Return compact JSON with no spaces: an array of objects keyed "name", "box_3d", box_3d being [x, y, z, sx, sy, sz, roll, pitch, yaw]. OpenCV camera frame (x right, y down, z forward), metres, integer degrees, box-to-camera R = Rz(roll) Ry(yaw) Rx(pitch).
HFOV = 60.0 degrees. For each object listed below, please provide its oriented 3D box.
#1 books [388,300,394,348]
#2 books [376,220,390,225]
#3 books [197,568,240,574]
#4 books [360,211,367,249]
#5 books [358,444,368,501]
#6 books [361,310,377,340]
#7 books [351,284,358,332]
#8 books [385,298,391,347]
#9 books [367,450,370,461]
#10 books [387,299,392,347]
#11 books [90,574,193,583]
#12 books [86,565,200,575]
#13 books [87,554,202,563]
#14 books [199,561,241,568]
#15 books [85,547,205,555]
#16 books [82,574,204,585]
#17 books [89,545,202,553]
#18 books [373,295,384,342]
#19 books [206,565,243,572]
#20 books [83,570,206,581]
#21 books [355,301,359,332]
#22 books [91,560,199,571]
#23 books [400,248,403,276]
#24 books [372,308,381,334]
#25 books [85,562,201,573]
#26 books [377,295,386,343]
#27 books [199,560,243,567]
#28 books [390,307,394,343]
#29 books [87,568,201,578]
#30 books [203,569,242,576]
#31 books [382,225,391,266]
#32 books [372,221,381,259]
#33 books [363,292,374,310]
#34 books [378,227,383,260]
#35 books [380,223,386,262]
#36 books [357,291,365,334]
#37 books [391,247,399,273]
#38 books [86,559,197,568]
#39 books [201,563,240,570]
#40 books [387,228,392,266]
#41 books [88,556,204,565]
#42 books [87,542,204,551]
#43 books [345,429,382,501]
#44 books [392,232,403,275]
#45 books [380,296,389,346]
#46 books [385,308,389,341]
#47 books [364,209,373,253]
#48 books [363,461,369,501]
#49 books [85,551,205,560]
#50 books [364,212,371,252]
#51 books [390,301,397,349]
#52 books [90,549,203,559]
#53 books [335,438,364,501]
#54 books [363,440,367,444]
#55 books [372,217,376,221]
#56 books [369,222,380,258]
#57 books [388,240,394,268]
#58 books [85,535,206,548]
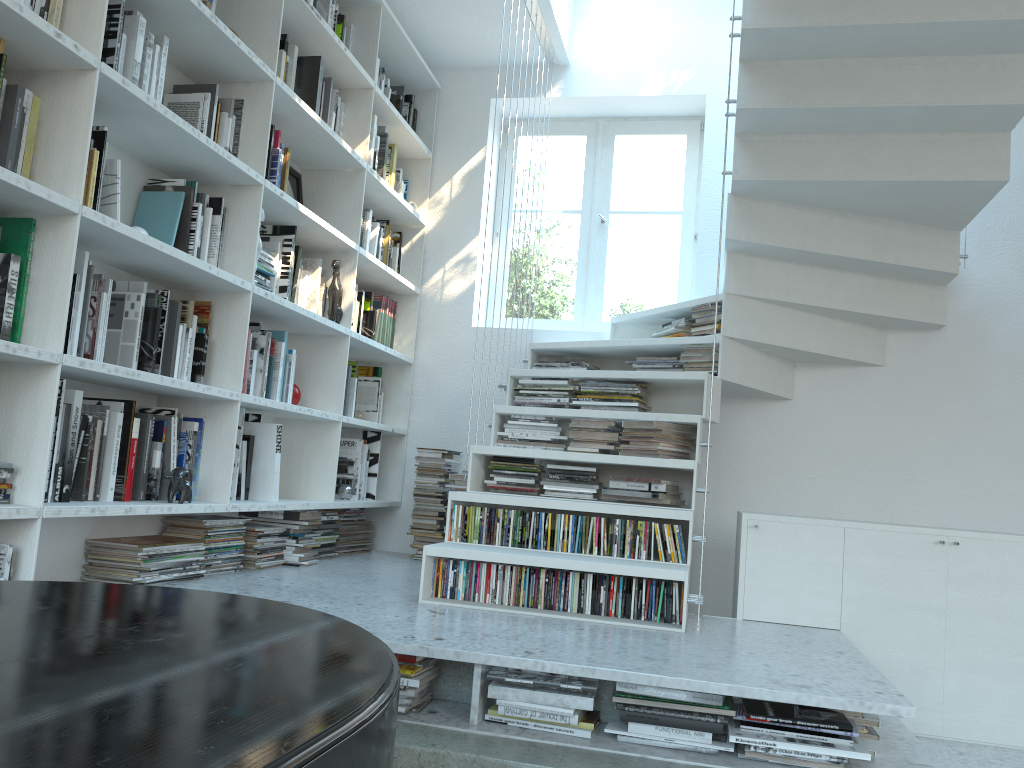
[{"name":"books","box_3d":[-0.705,-0.292,4.593,0.169,0.293,0.018,3,-6,13]},{"name":"books","box_3d":[-0.712,-0.684,4.574,0.140,0.330,0.013,3,-6,13]},{"name":"books","box_3d":[-1.110,0.657,3.159,0.159,0.007,0.285,3,-6,13]},{"name":"books","box_3d":[-0.775,-0.694,4.208,0.156,0.259,0.024,3,-6,13]},{"name":"books","box_3d":[-0.775,0.413,4.205,0.168,0.266,0.031,3,-6,13]},{"name":"books","box_3d":[-0.757,-0.270,4.317,0.191,0.181,0.024,3,-6,13]},{"name":"books","box_3d":[-0.811,-0.337,4.112,0.176,0.261,0.056,3,-6,13]},{"name":"books","box_3d":[-0.713,-0.297,4.558,0.169,0.293,0.018,3,-6,13]},{"name":"books","box_3d":[-0.769,0.436,4.303,0.140,0.243,0.024,3,-6,13]},{"name":"books","box_3d":[-0.714,-0.295,4.576,0.169,0.293,0.018,3,-6,13]},{"name":"books","box_3d":[-1.172,0.608,2.833,0.195,0.008,0.308,4,-6,9]},{"name":"books","box_3d":[-1.175,0.585,2.836,0.195,0.008,0.308,3,-6,15]},{"name":"books","box_3d":[-1.168,0.549,2.843,0.193,0.007,0.346,3,-6,10]},{"name":"books","box_3d":[-1.105,0.636,3.161,0.161,0.007,0.254,3,-6,14]},{"name":"books","box_3d":[-1.169,0.527,2.846,0.193,0.007,0.346,3,-6,15]},{"name":"books","box_3d":[-1.172,0.616,2.832,0.193,0.007,0.346,3,-7,17]},{"name":"books","box_3d":[-1.169,0.519,2.847,0.195,0.008,0.308,3,-6,15]},{"name":"books","box_3d":[-0.743,-0.309,4.445,0.169,0.291,0.073,3,-6,13]},{"name":"books","box_3d":[-1.100,0.651,3.158,0.161,0.007,0.254,3,-7,17]},{"name":"books","box_3d":[-1.168,0.601,2.833,0.193,0.007,0.346,3,-7,18]},{"name":"books","box_3d":[-0.805,-0.296,4.146,0.169,0.189,0.023,3,-6,13]},{"name":"books","box_3d":[-1.166,0.571,2.837,0.195,0.008,0.308,4,-6,8]},{"name":"books","box_3d":[-0.673,-0.613,4.681,0.184,0.218,0.021,3,-6,13]},{"name":"books","box_3d":[-0.753,-0.275,4.402,0.167,0.217,0.089,3,-6,13]},{"name":"books","box_3d":[-1.174,0.578,2.838,0.193,0.007,0.346,3,-6,11]},{"name":"books","box_3d":[-0.735,-0.307,4.482,0.169,0.293,0.033,3,-6,13]},{"name":"books","box_3d":[-1.098,0.630,3.160,0.159,0.007,0.285,4,-6,9]},{"name":"books","box_3d":[-0.706,-0.290,4.611,0.169,0.293,0.018,3,-6,13]},{"name":"books","box_3d":[-1.170,0.593,2.834,0.195,0.008,0.308,3,-7,17]},{"name":"books","box_3d":[-1.103,0.664,3.157,0.161,0.007,0.254,3,-6,16]},{"name":"books","box_3d":[-0.714,-0.668,4.479,0.188,0.276,0.013,3,-6,13]},{"name":"books","box_3d":[-0.743,-0.673,4.365,0.184,0.258,0.023,3,-6,13]},{"name":"books","box_3d":[-0.774,-0.316,4.352,0.170,0.277,0.026,3,-6,13]},{"name":"books","box_3d":[-0.734,-0.660,4.450,0.160,0.252,0.025,3,-6,13]},{"name":"books","box_3d":[-0.720,-0.673,4.468,0.151,0.282,0.012,3,-6,13]},{"name":"books","box_3d":[-0.797,-0.319,4.201,0.181,0.247,0.022,3,-6,13]},{"name":"books","box_3d":[-0.686,-0.612,4.595,0.192,0.195,0.029,3,-6,13]},{"name":"books","box_3d":[-1.178,0.563,2.841,0.195,0.008,0.308,3,-6,13]},{"name":"books","box_3d":[-1.108,0.643,3.161,0.161,0.007,0.254,3,-6,13]},{"name":"books","box_3d":[-0.708,-0.661,4.498,0.173,0.267,0.028,3,-6,13]},{"name":"books","box_3d":[-1.164,0.557,2.841,0.195,0.008,0.308,3,-7,18]},{"name":"books","box_3d":[-1.168,0.512,2.847,0.193,0.007,0.346,3,-6,11]},{"name":"books","box_3d":[-0.737,0.393,4.318,0.185,0.335,0.010,3,-6,13]},{"name":"books","box_3d":[-0.675,-0.654,4.654,0.186,0.292,0.042,3,-6,13]},{"name":"books","box_3d":[-0.716,-0.303,4.503,0.169,0.293,0.018,3,-6,13]},{"name":"books","box_3d":[-0.722,-0.299,4.541,0.169,0.293,0.018,3,-6,13]},{"name":"books","box_3d":[-0.766,-0.700,4.258,0.166,0.283,0.030,3,-6,13]},{"name":"books","box_3d":[-0.776,0.456,4.241,0.176,0.188,0.024,3,-6,13]},{"name":"books","box_3d":[-1.171,0.541,2.844,0.193,0.007,0.346,3,-6,15]},{"name":"books","box_3d":[-0.767,-0.692,4.230,0.172,0.262,0.022,3,-6,13]},{"name":"books","box_3d":[-0.692,-0.287,4.627,0.169,0.293,0.018,3,-6,13]},{"name":"books","box_3d":[-1.162,0.534,2.843,0.193,0.007,0.346,4,-6,8]},{"name":"books","box_3d":[-0.786,0.397,4.157,0.159,0.284,0.012,3,-6,13]},{"name":"books","box_3d":[-0.772,0.410,4.270,0.141,0.287,0.047,3,-6,13]},{"name":"books","box_3d":[-0.753,-0.687,4.403,0.132,0.291,0.024,3,-6,13]},{"name":"books","box_3d":[-0.745,-0.671,4.330,0.177,0.245,0.045,3,-6,13]},{"name":"books","box_3d":[-0.702,-0.630,4.521,0.188,0.211,0.025,3,-6,13]},{"name":"books","box_3d":[-1.168,0.504,2.848,0.193,0.007,0.346,3,-6,15]}]
